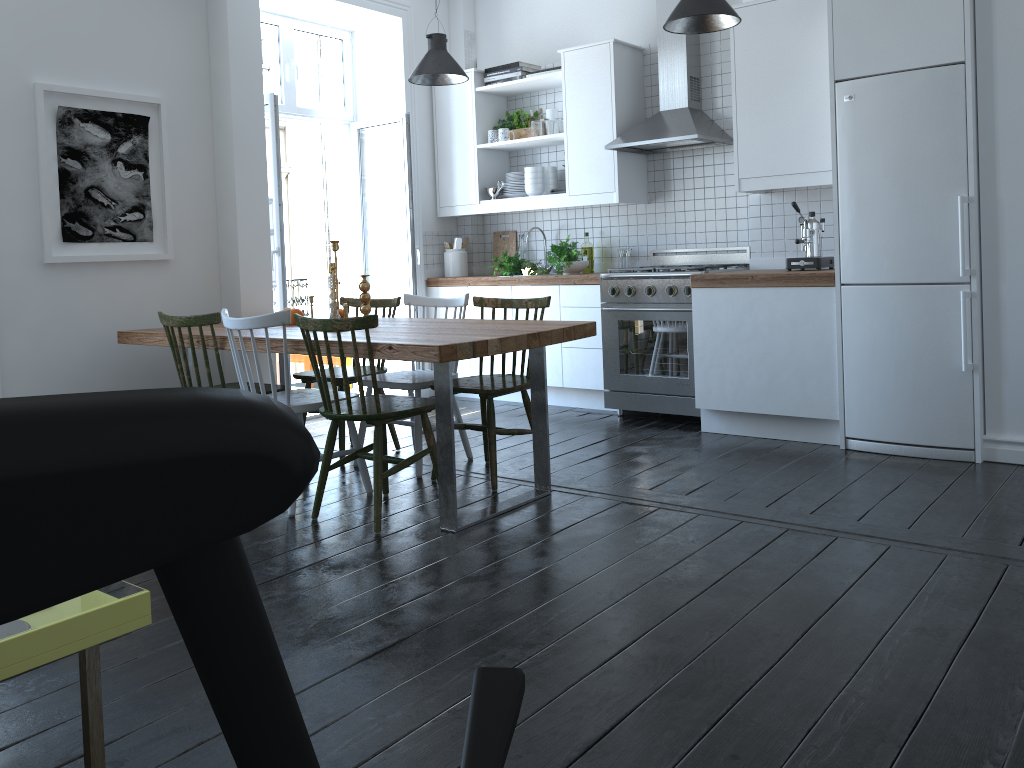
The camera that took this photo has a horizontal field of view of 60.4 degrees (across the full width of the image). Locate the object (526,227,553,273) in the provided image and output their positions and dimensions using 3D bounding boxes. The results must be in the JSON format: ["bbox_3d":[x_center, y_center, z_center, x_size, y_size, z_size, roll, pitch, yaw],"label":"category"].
[{"bbox_3d":[0.227,-0.951,6.306,0.188,0.351,0.276,-1,4,15],"label":"object"}]

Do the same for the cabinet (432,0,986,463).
[{"bbox_3d":[0.899,-0.995,5.445,3.796,2.359,0.784,4,6,42],"label":"cabinet"}]

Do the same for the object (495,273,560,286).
[{"bbox_3d":[0.124,-0.716,6.215,0.372,0.111,0.356,4,10,38],"label":"object"}]

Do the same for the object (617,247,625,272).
[{"bbox_3d":[0.750,-0.850,6.008,0.059,0.172,0.059,-4,3,-38],"label":"object"}]

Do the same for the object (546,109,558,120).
[{"bbox_3d":[0.288,-1.837,6.256,0.085,0.221,0.085,-5,3,-45],"label":"object"}]

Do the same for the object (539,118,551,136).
[{"bbox_3d":[0.225,-1.751,6.021,0.086,0.119,0.086,-4,4,-29],"label":"object"}]

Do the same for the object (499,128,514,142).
[{"bbox_3d":[-0.045,-1.767,6.275,0.108,0.100,0.083,0,5,27],"label":"object"}]

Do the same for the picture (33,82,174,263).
[{"bbox_3d":[-2.137,-1.088,4.626,0.083,0.884,0.692,-1,4,38],"label":"picture"}]

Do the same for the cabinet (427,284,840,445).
[{"bbox_3d":[0.697,-0.243,5.684,0.733,0.810,3.191,-7,9,-43],"label":"cabinet"}]

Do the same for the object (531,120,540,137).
[{"bbox_3d":[0.168,-1.758,6.086,0.086,0.119,0.086,-4,4,-29],"label":"object"}]

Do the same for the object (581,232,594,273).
[{"bbox_3d":[0.524,-0.913,6.124,0.066,0.281,0.067,-1,2,33],"label":"object"}]

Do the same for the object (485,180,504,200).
[{"bbox_3d":[-0.123,-1.384,6.308,0.102,0.134,0.210,-6,7,-39],"label":"object"}]

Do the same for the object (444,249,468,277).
[{"bbox_3d":[-0.419,-0.905,6.588,0.174,0.207,0.175,2,6,43],"label":"object"}]

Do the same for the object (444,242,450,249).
[{"bbox_3d":[-0.469,-0.934,6.589,0.054,0.261,0.150,-2,3,13],"label":"object"}]

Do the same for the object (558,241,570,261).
[{"bbox_3d":[0.373,-0.904,6.296,0.085,0.230,0.086,-2,2,3],"label":"object"}]

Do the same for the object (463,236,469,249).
[{"bbox_3d":[-0.371,-0.955,6.596,0.131,0.295,0.057,-1,2,18],"label":"object"}]

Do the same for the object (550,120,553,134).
[{"bbox_3d":[0.280,-1.763,6.093,0.086,0.119,0.087,-2,4,7],"label":"object"}]

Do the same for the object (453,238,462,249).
[{"bbox_3d":[-0.416,-0.952,6.596,0.064,0.289,0.142,-2,3,12],"label":"object"}]

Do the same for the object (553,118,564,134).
[{"bbox_3d":[0.319,-1.753,6.015,0.086,0.119,0.087,-2,4,7],"label":"object"}]

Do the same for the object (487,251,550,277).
[{"bbox_3d":[0.058,-0.798,6.179,0.469,0.306,0.286,-1,5,11],"label":"object"}]

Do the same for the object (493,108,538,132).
[{"bbox_3d":[0.012,-1.883,6.444,0.347,0.253,0.165,1,5,29],"label":"object"}]

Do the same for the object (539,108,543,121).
[{"bbox_3d":[0.211,-1.862,6.326,0.056,0.233,0.056,-1,3,41],"label":"object"}]

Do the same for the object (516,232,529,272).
[{"bbox_3d":[0.073,-0.971,6.536,0.098,0.316,0.098,-1,3,38],"label":"object"}]

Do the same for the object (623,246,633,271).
[{"bbox_3d":[0.786,-0.844,5.953,0.059,0.172,0.059,-4,3,-38],"label":"object"}]

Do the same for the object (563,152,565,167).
[{"bbox_3d":[0.452,-1.497,6.148,0.171,0.364,0.166,-3,3,-15],"label":"object"}]

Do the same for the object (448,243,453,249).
[{"bbox_3d":[-0.448,-0.932,6.603,0.061,0.250,0.117,-3,3,-22],"label":"object"}]

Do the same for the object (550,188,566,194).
[{"bbox_3d":[0.367,-1.319,6.054,0.246,0.042,0.279,3,9,31],"label":"object"}]

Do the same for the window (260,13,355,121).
[{"bbox_3d":[-1.550,-2.219,6.140,0.105,0.654,1.189,-1,6,38],"label":"window"}]

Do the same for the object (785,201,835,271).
[{"bbox_3d":[1.590,-0.797,4.756,0.206,0.368,0.356,0,5,38],"label":"object"}]

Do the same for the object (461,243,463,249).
[{"bbox_3d":[-0.375,-0.934,6.603,0.050,0.246,0.115,-2,3,3],"label":"object"}]

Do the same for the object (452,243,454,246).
[{"bbox_3d":[-0.403,-0.936,6.622,0.118,0.249,0.034,0,3,39],"label":"object"}]

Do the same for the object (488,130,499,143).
[{"bbox_3d":[-0.132,-1.777,6.363,0.083,0.099,0.109,-2,5,8],"label":"object"}]

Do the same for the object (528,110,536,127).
[{"bbox_3d":[0.145,-1.855,6.323,0.060,0.224,0.060,-1,2,21],"label":"object"}]

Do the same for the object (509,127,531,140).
[{"bbox_3d":[0.074,-1.792,6.400,0.393,0.102,0.154,4,9,38],"label":"object"}]

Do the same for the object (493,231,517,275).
[{"bbox_3d":[-0.055,-0.993,6.676,0.220,0.328,0.041,1,3,38],"label":"object"}]

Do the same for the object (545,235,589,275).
[{"bbox_3d":[0.365,-0.875,5.958,0.271,0.268,0.341,0,6,28],"label":"object"}]
